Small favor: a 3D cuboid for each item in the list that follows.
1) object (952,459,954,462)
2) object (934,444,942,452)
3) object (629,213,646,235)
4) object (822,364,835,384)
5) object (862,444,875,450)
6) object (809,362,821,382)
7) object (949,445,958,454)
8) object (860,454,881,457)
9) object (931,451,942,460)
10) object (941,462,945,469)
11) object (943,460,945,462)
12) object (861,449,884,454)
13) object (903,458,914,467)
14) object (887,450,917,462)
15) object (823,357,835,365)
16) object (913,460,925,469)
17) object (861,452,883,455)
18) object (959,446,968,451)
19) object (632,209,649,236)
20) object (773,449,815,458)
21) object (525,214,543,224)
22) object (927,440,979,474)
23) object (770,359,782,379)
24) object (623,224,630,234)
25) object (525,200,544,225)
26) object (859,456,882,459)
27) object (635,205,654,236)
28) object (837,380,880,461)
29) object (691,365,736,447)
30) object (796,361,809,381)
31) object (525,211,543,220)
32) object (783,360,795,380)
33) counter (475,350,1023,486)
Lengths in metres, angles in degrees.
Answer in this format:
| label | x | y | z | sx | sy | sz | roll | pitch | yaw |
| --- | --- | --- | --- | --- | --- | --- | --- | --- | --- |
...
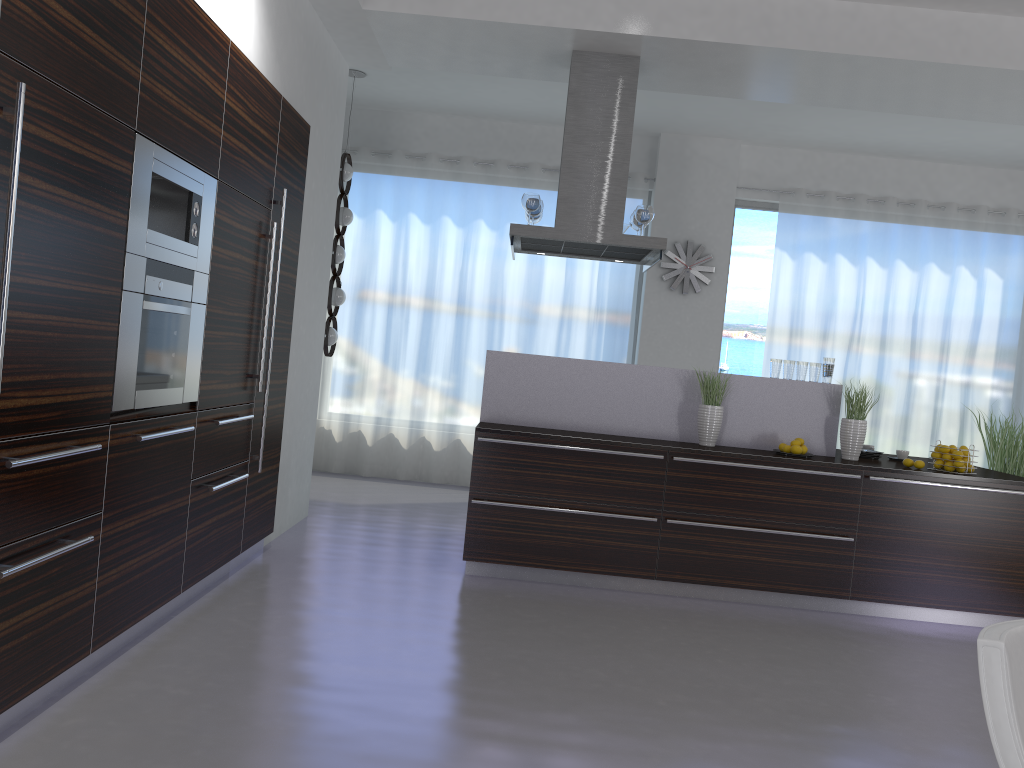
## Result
| label | x | y | z | sx | sy | sz | roll | pitch | yaw |
| --- | --- | --- | --- | --- | --- | --- | --- | --- | --- |
| object | 2.621 | 0.465 | 5.248 | 0.052 | 0.053 | 0.062 | 7 | 2 | 38 |
| object | 2.520 | 0.384 | 5.227 | 0.052 | 0.060 | 0.057 | 5 | 2 | -11 |
| object | 0.852 | -1.041 | 6.013 | 0.125 | 0.221 | 0.125 | 6 | 2 | 26 |
| object | 1.955 | -0.063 | 5.496 | 0.072 | 0.119 | 0.071 | 7 | 2 | 41 |
| object | 2.378 | 0.443 | 5.933 | 0.153 | 0.069 | 0.153 | 7 | 2 | 34 |
| object | 1.875 | -0.071 | 5.497 | 0.072 | 0.119 | 0.071 | 7 | 2 | 41 |
| object | 2.579 | 0.383 | 5.192 | 0.051 | 0.053 | 0.063 | 6 | 2 | 2 |
| object | 2.240 | 0.450 | 5.686 | 0.232 | 0.020 | 0.232 | 6 | 2 | 9 |
| object | 2.494 | 0.421 | 5.209 | 0.053 | 0.051 | 0.063 | 5 | 2 | -30 |
| object | 2.534 | 0.478 | 5.241 | 0.061 | 0.053 | 0.053 | 7 | 2 | 43 |
| object | 2.580 | 0.480 | 5.280 | 0.061 | 0.053 | 0.053 | 4 | 2 | -44 |
| object | 2.080 | 0.348 | 5.766 | 0.646 | 0.147 | 0.269 | 6 | 2 | 26 |
| object | 2.331 | 0.464 | 5.213 | 0.053 | 0.051 | 0.063 | 5 | 2 | -30 |
| object | 2.505 | 0.462 | 5.693 | 0.153 | 0.069 | 0.153 | 5 | 2 | -26 |
| object | 1.959 | -0.102 | 5.495 | 0.072 | 0.119 | 0.071 | 7 | 2 | 41 |
| object | 2.371 | 0.469 | 5.164 | 0.063 | 0.051 | 0.053 | 6 | 2 | 5 |
| object | 2.241 | 0.440 | 5.686 | 0.232 | 0.020 | 0.232 | 6 | 2 | 4 |
| object | 2.653 | 0.392 | 5.209 | 0.050 | 0.060 | 0.059 | 6 | 2 | 1 |
| object | 0.849 | -1.037 | 5.866 | 0.125 | 0.221 | 0.125 | 6 | 2 | 26 |
| object | 1.668 | 0.413 | 5.250 | 0.232 | 0.020 | 0.232 | 6 | 2 | 9 |
| object | 0.145 | -1.114 | 6.158 | 0.125 | 0.221 | 0.125 | 6 | 2 | 26 |
| object | 2.585 | 0.427 | 5.193 | 0.189 | 0.174 | 0.207 | 5 | 2 | -34 |
| object | 1.634 | -0.095 | 5.501 | 0.072 | 0.119 | 0.071 | 4 | 2 | -39 |
| object | 0.754 | -1.033 | 6.237 | 0.137 | 0.174 | 0.137 | 5 | 2 | -34 |
| object | 0.140 | -1.107 | 5.854 | 0.125 | 0.221 | 0.125 | 6 | 2 | 26 |
| object | 2.239 | 0.460 | 5.686 | 0.232 | 0.020 | 0.232 | 6 | 2 | 9 |
| object | 0.847 | -1.033 | 5.709 | 0.125 | 0.221 | 0.125 | 6 | 2 | 26 |
| object | 2.078 | 0.209 | 5.326 | 0.247 | 0.502 | 0.269 | 7 | 2 | 44 |
| object | 1.193 | 0.122 | 5.315 | 0.269 | 0.502 | 0.247 | 6 | 2 | 1 |
| object | 1.795 | -0.079 | 5.499 | 0.072 | 0.119 | 0.071 | 7 | 2 | 41 |
| object | 0.142 | -1.111 | 6.011 | 0.125 | 0.221 | 0.125 | 6 | 2 | 26 |
| object | 1.714 | -0.087 | 5.500 | 0.072 | 0.119 | 0.071 | 7 | 2 | 41 |
| counter | 1.421 | 0.593 | 5.649 | 3.291 | 1.300 | 1.302 | 6 | 2 | 1 |
